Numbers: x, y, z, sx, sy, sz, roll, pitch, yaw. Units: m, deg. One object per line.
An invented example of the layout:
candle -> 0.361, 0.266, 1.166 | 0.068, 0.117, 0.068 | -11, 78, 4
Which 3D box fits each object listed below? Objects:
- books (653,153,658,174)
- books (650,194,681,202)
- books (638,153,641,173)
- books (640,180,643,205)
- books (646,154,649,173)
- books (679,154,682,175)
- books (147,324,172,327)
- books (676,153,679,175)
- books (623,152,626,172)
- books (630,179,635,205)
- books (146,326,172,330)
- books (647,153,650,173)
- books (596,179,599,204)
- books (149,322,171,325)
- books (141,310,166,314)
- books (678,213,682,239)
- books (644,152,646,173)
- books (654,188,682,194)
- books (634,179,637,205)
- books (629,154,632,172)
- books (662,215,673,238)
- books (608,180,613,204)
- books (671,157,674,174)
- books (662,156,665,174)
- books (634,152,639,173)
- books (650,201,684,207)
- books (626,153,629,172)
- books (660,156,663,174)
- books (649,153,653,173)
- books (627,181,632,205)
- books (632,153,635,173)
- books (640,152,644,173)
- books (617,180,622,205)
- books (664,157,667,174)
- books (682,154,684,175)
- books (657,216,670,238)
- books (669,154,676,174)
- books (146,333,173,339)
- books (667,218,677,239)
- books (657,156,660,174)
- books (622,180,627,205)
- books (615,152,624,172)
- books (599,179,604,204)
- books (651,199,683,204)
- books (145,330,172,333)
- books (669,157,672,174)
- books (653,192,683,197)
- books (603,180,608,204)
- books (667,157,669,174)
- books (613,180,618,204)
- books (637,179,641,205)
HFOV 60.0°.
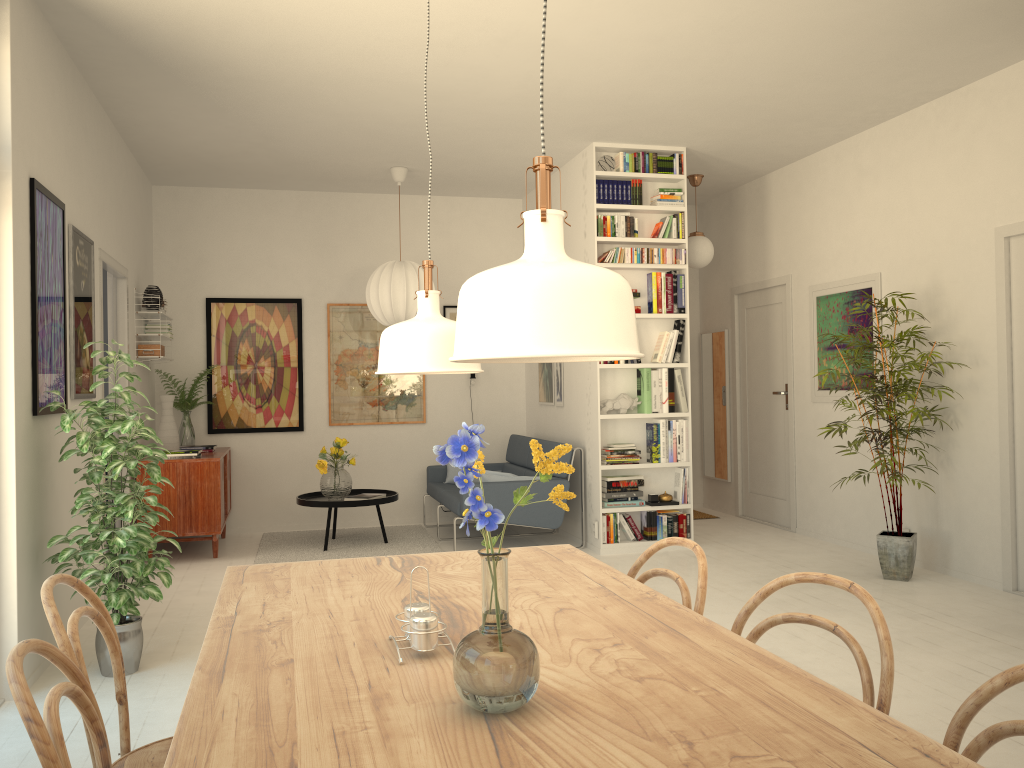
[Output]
books -> 1.008, -1.585, 6.469 | 0.032, 0.152, 0.200 | -1, 0, -14
books -> 1.104, -1.347, 6.494 | 0.173, 0.030, 0.199 | -1, 0, -24
books -> 0.888, -1.580, 6.443 | 0.024, 0.148, 0.188 | -1, 0, -14
books -> 0.900, -1.368, 6.455 | 0.020, 0.191, 0.205 | -1, 0, -14
books -> 0.945, -1.576, 6.450 | 0.019, 0.137, 0.201 | -1, 0, -14
books -> 1.193, -1.586, 6.523 | 0.021, 0.151, 0.228 | -1, 0, -14
books -> -2.744, -0.454, 6.904 | 0.153, 0.013, 0.197 | -1, 0, -12
books -> 1.172, -1.588, 6.521 | 0.020, 0.156, 0.229 | -1, 0, -14
books -> 0.780, -1.578, 6.415 | 0.013, 0.146, 0.208 | -1, 0, -14
books -> 0.841, -1.367, 6.439 | 0.020, 0.191, 0.205 | -1, 0, -14
books -> -2.744, -0.437, 6.896 | 0.173, 0.023, 0.190 | -1, 0, -15
books -> 0.956, -1.583, 6.460 | 0.009, 0.151, 0.208 | -1, 0, -14
books -> 0.577, -1.357, 6.360 | 0.034, 0.179, 0.188 | -1, 0, -14
books -> -2.738, -0.468, 6.904 | 0.147, 0.016, 0.195 | -1, 0, -17
books -> -2.670, -0.533, 6.607 | 0.159, 0.028, 0.147 | -1, 0, -18
books -> 1.194, -1.140, 6.513 | 0.014, 0.188, 0.218 | -1, 0, -14
books -> 0.927, -1.585, 6.457 | 0.012, 0.158, 0.220 | -1, 0, -14
books -> 1.129, -1.396, 6.495 | 0.169, 0.032, 0.188 | -1, 0, -9
books -> 0.861, -1.368, 6.442 | 0.020, 0.191, 0.205 | -1, 0, -14
books -> 0.817, -1.571, 6.442 | 0.025, 0.131, 0.253 | -1, 0, -14
books -> 1.106, -1.130, 6.490 | 0.065, 0.168, 0.228 | -1, 0, -14
books -> 0.679, -1.359, 6.386 | 0.034, 0.179, 0.188 | -1, 0, -14
books -> 1.142, -1.576, 6.474 | 0.017, 0.130, 0.150 | -1, 0, -14
books -> 1.074, -1.574, 6.457 | 0.017, 0.130, 0.150 | -1, 0, -14
books -> 0.867, -1.578, 6.421 | 0.028, 0.147, 0.192 | -1, 0, -14
books -> 1.115, -1.295, 6.499 | 0.214, 0.038, 0.222 | -1, 0, -14
books -> 0.804, -1.573, 6.395 | 0.023, 0.137, 0.161 | -1, 0, -14
books -> 1.057, -1.574, 6.452 | 0.017, 0.130, 0.150 | -1, 0, -14
books -> 0.973, -1.584, 6.476 | 0.032, 0.154, 0.212 | -1, 0, -14
books -> 0.814, -1.362, 6.421 | 0.034, 0.179, 0.188 | -1, 0, -14
books -> 0.840, -1.576, 6.434 | 0.018, 0.141, 0.206 | -1, 0, -14
books -> 0.909, -1.584, 6.457 | 0.024, 0.156, 0.227 | -1, 0, -14
books -> 0.746, -1.360, 6.404 | 0.034, 0.179, 0.188 | -1, 0, -14
books -> 1.091, -1.575, 6.461 | 0.017, 0.130, 0.150 | -1, 0, -14
books -> 1.204, -1.588, 6.548 | 0.014, 0.154, 0.260 | -1, 0, -14
books -> 1.070, -1.127, 6.495 | 0.092, 0.165, 0.222 | -1, 0, -14
books -> 1.161, -1.586, 6.479 | 0.019, 0.157, 0.150 | -1, 0, -14
books -> -2.742, -0.375, 6.903 | 0.179, 0.037, 0.190 | -1, 0, -15
books -> 1.150, -1.122, 6.497 | 0.030, 0.153, 0.199 | -1, 0, -14
books -> 1.040, -1.574, 6.448 | 0.017, 0.130, 0.150 | -1, 0, -14
books -> 0.780, -1.361, 6.413 | 0.034, 0.179, 0.188 | -1, 0, -14
books -> 0.765, -1.579, 6.393 | 0.026, 0.149, 0.155 | -1, 0, -14
books -> 0.611, -1.358, 6.369 | 0.034, 0.179, 0.188 | -1, 0, -14
books -> 1.116, -1.323, 6.498 | 0.200, 0.018, 0.208 | -1, 0, -14
books -> -2.746, -0.404, 6.894 | 0.168, 0.021, 0.197 | -1, 0, -12
books -> 1.125, -1.575, 6.470 | 0.017, 0.130, 0.150 | -1, 0, -14
books -> 1.126, -1.372, 6.477 | 0.179, 0.016, 0.208 | -1, 0, -9
books -> 0.645, -1.359, 6.378 | 0.034, 0.179, 0.188 | -1, 0, -14
books -> 1.108, -1.575, 6.466 | 0.017, 0.130, 0.150 | -1, 0, -14
books -> 0.713, -1.360, 6.395 | 0.034, 0.179, 0.188 | -1, 0, -14
books -> 0.883, -1.368, 6.439 | 0.020, 0.191, 0.205 | -1, 0, -14
